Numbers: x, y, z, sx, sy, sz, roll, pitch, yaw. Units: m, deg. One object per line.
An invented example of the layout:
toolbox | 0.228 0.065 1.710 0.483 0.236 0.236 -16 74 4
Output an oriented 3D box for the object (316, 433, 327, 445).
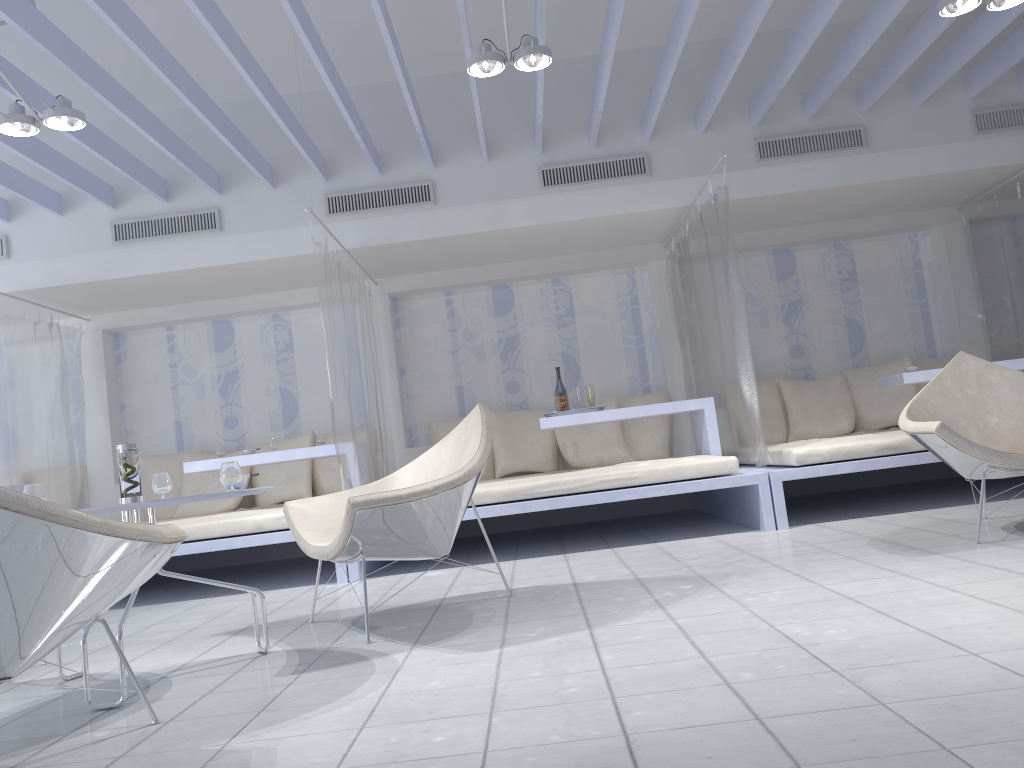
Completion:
object | -1.233 0.366 5.745 0.068 0.091 0.068 -9 -5 26

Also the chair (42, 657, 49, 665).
chair | -2.117 0.661 2.972 0.753 0.759 0.906 -8 -5 11

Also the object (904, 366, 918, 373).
object | 2.532 -0.087 5.620 0.082 0.043 0.082 -3 -6 -38

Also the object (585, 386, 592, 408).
object | 0.497 0.096 5.645 0.059 0.174 0.059 -4 -6 -31

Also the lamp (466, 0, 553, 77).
lamp | -0.029 -1.524 3.702 0.380 0.218 0.587 -7 -5 1

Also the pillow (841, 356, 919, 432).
pillow | 2.705 0.084 6.478 0.537 0.527 0.233 -9 -5 21

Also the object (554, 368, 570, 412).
object | 0.307 0.045 5.630 0.092 0.302 0.092 -4 -6 -32

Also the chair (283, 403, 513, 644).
chair | -0.371 0.474 3.314 0.753 0.759 0.906 -4 -6 -29

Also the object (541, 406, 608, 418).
object | 0.395 0.183 5.604 0.429 0.031 0.275 -7 -5 2

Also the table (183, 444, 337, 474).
table | -1.451 0.655 5.602 1.065 0.450 0.416 -7 -5 1

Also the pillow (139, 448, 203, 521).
pillow | -2.515 0.751 6.579 0.572 0.510 0.231 -7 -5 0

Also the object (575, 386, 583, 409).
object | 0.432 0.104 5.646 0.059 0.174 0.059 -4 -6 -31

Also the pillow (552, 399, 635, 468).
pillow | 0.581 0.369 6.448 0.528 0.482 0.307 -7 -5 -4

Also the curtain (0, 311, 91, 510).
curtain | -3.147 0.279 5.612 0.151 1.552 2.050 -7 -5 1

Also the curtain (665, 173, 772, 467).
curtain | 1.236 -0.270 5.556 0.151 1.552 2.050 -7 -5 1

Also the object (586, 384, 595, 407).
object | 0.502 0.090 5.581 0.059 0.174 0.059 -4 -6 -31

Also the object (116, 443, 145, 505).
object | -1.198 0.280 2.776 0.075 0.189 0.075 -6 -5 -8

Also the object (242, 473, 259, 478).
object | -0.878 0.305 2.907 0.098 0.016 0.012 -4 -6 -33

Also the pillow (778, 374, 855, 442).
pillow | 2.205 0.166 6.428 0.528 0.482 0.307 -8 -5 5

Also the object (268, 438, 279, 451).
object | -1.513 0.391 5.631 0.068 0.091 0.068 -9 -5 26

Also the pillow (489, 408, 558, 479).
pillow | 0.078 0.413 6.511 0.537 0.527 0.233 -5 -5 -19

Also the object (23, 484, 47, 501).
object | -1.430 0.347 2.657 0.068 0.091 0.068 -9 -5 23

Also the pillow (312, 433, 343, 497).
pillow | -1.245 0.604 6.551 0.524 0.521 0.230 -7 -5 -1

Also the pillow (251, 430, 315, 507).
pillow | -1.677 0.632 6.534 0.537 0.527 0.233 -9 -5 21

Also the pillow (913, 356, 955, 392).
pillow | 3.136 0.056 6.496 0.524 0.521 0.230 -7 -5 -1

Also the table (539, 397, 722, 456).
table | 0.728 0.383 5.574 1.065 0.450 0.416 -7 -5 1

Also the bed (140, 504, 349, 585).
bed | -1.936 1.028 5.573 2.200 0.427 2.016 -7 -5 1

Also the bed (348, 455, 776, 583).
bed | 0.254 0.758 5.561 2.200 0.422 2.022 -7 -5 1

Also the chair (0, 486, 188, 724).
chair | -1.210 0.451 1.819 0.906 0.759 0.753 -7 -5 -4

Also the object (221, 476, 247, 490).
object | -0.905 0.327 2.893 0.082 0.043 0.082 -4 -6 -31

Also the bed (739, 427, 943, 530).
bed | 2.446 0.480 5.517 2.200 0.427 2.016 -7 -5 1

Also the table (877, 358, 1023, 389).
table | 2.926 0.108 5.547 1.065 0.450 0.416 -7 -5 1

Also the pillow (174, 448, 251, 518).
pillow | -2.177 0.714 6.483 0.528 0.482 0.307 -8 -5 5

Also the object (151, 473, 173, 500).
object | -1.211 0.355 3.069 0.068 0.091 0.068 -6 -5 -7

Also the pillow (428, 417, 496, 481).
pillow | -0.346 0.491 6.540 0.524 0.521 0.230 -7 -5 3

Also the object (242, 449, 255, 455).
object | -1.707 0.450 5.752 0.082 0.043 0.082 -3 -6 -38

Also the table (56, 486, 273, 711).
table | -1.131 0.632 2.720 0.823 0.534 0.825 -6 -5 -8

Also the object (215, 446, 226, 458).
object | -1.892 0.449 5.761 0.068 0.091 0.068 -9 -5 26

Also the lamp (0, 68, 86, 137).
lamp | -2.102 -1.265 3.729 0.380 0.218 0.587 -7 -5 1

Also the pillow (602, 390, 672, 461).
pillow | 0.920 0.321 6.535 0.572 0.510 0.231 -7 -5 1

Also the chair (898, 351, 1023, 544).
chair | 2.042 0.203 3.646 0.906 0.759 0.753 -7 -5 5

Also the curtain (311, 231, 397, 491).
curtain | -0.942 0.027 5.622 0.125 1.559 1.998 -7 -5 -1

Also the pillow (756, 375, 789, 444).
pillow | 1.867 0.203 6.523 0.572 0.510 0.231 -7 -5 0

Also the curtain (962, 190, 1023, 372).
curtain | 3.442 -0.521 5.567 0.125 1.559 1.998 -7 -5 -1

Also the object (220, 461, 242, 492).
object | -0.870 0.285 2.745 0.068 0.091 0.068 -10 -6 29

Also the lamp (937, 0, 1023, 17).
lamp | 2.045 -1.784 3.676 0.380 0.218 0.587 -7 -5 1
